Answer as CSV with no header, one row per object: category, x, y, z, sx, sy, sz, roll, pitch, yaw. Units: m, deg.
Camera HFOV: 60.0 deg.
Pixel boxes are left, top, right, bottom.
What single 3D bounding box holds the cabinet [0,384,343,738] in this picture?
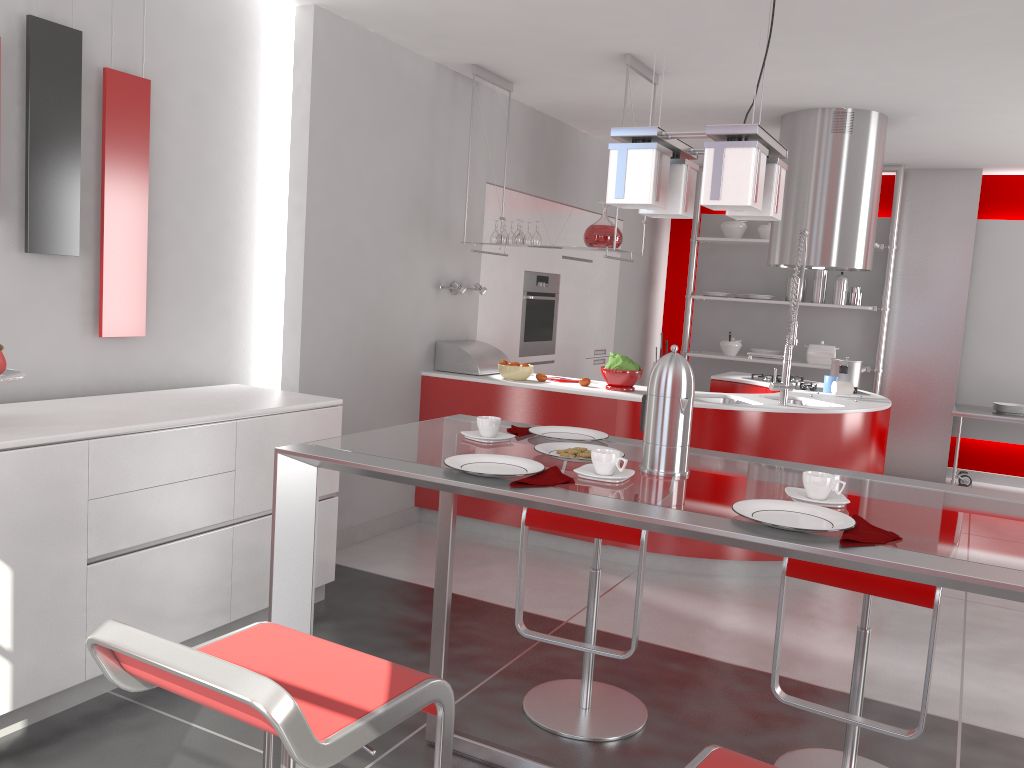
cabinet,-1.427,0.526,3.113,0.610,0.880,1.802,7,7,27

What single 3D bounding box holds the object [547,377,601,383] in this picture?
object,0.336,-0.026,5.115,0.375,0.008,0.041,4,6,4

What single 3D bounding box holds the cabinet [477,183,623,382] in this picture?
cabinet,0.064,-0.351,6.813,0.614,2.026,2.398,7,7,27

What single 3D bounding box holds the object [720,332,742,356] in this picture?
object,1.946,-0.359,7.887,0.192,0.214,0.192,5,6,14

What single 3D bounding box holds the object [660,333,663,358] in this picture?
object,0.783,-0.107,4.660,0.014,0.322,0.150,4,6,-2

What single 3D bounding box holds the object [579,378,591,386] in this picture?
object,0.401,-0.011,4.886,0.064,0.048,0.063,4,6,5

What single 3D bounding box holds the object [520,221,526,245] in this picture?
object,0.051,-0.850,5.015,0.060,0.141,0.060,7,7,27

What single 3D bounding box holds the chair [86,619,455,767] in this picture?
chair,-0.392,0.782,1.467,0.418,0.857,0.460,7,7,30

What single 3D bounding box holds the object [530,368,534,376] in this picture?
object,0.111,-0.083,5.287,0.043,0.066,0.042,9,8,40

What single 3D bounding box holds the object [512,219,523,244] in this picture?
object,0.034,-0.843,4.931,0.060,0.141,0.060,4,6,4

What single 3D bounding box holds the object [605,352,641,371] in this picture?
object,0.604,-0.078,4.803,0.198,0.182,0.193,8,7,33

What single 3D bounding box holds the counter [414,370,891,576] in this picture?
counter,0.992,0.450,5.306,2.865,0.880,1.868,0,7,-29

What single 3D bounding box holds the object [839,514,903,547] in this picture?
object,0.630,0.260,1.544,0.095,0.012,0.234,7,7,26

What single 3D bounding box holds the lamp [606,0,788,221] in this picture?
lamp,0.430,-0.877,1.852,0.304,1.025,0.304,7,7,27

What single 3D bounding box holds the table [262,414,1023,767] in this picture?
table,0.373,0.704,1.995,1.700,1.000,0.800,7,7,27

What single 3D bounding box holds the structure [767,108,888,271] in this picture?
structure,2.024,-1.223,5.717,0.644,0.958,0.644,3,6,-6

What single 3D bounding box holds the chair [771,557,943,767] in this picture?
chair,1.016,0.758,2.564,0.418,0.857,0.460,8,7,32

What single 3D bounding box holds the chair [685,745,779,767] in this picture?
chair,0.347,0.870,1.107,0.418,0.857,0.460,8,7,35

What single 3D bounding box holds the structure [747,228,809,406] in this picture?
structure,1.417,-0.353,4.600,0.308,0.920,0.178,2,6,-19

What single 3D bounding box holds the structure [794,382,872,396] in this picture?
structure,1.986,0.024,5.578,0.457,0.037,0.303,4,6,2

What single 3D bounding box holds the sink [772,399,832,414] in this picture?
sink,1.578,0.198,4.874,0.326,0.172,0.428,1,7,-23

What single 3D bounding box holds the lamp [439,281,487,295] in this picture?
lamp,-0.278,-0.566,5.271,0.155,0.081,0.454,7,7,27

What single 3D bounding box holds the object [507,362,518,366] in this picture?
object,0.004,-0.096,4.981,0.065,0.052,0.062,5,6,12

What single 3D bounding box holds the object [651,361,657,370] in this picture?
object,0.776,-0.029,4.641,0.091,0.178,0.137,4,6,0

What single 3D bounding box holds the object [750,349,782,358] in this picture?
object,2.257,-0.268,7.897,0.272,0.072,0.272,3,6,-9

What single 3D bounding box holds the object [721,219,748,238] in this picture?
object,1.961,-1.368,7.841,0.231,0.191,0.231,1,7,-22

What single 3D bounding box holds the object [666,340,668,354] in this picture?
object,0.809,-0.089,4.653,0.012,0.279,0.130,4,6,-2

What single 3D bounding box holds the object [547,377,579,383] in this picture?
object,0.280,-0.024,5.125,0.168,0.006,0.266,-1,8,-36

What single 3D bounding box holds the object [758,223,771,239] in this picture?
object,2.231,-1.317,7.704,0.192,0.153,0.192,9,8,41

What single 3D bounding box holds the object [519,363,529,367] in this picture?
object,0.067,-0.093,4.994,0.066,0.049,0.062,8,7,35

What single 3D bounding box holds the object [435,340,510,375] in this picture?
object,-0.221,-0.163,5.289,0.300,0.170,0.400,7,7,27

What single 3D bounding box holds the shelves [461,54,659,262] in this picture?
shelves,0.260,-1.220,4.929,0.934,1.023,0.462,7,7,27

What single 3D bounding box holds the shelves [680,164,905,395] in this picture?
shelves,2.347,-0.587,7.732,1.735,2.599,0.535,7,7,27

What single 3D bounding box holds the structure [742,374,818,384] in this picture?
structure,1.842,-0.040,6.088,0.457,0.037,0.303,0,7,-32

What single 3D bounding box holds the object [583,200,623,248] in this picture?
object,0.502,-0.865,4.848,0.213,0.266,0.213,0,7,-34

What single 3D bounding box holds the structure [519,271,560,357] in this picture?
structure,0.217,-0.500,6.382,0.050,0.589,0.599,7,7,27

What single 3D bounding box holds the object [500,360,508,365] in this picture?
object,-0.039,-0.107,5.023,0.055,0.058,0.066,5,6,13

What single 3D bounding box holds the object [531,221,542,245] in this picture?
object,0.139,-0.840,4.971,0.060,0.141,0.060,7,7,27

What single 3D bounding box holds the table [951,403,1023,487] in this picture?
table,4.205,0.608,6.733,1.627,0.682,0.749,7,7,28

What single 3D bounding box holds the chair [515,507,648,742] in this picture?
chair,0.281,0.667,2.951,0.418,0.857,0.460,6,7,23

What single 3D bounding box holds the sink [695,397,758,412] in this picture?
sink,1.114,0.183,4.727,0.326,0.172,0.428,3,6,-12

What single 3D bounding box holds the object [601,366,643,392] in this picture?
object,0.591,-0.026,4.813,0.229,0.118,0.228,4,6,-1

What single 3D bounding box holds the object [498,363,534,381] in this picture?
object,0.019,-0.065,4.995,0.201,0.086,0.201,7,7,28

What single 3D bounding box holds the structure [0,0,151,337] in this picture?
structure,-1.615,-0.911,3.128,0.040,1.503,0.820,7,7,27

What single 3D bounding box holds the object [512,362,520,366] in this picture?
object,0.020,-0.101,5.041,0.066,0.049,0.062,7,7,24

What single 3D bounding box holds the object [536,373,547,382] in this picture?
object,0.166,-0.035,4.985,0.065,0.047,0.063,7,7,27

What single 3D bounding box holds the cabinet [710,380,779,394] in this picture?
cabinet,0.776,0.387,5.463,1.875,0.761,1.025,2,6,-17

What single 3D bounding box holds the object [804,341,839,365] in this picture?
object,2.645,-0.271,7.590,0.282,0.197,0.235,6,6,17
